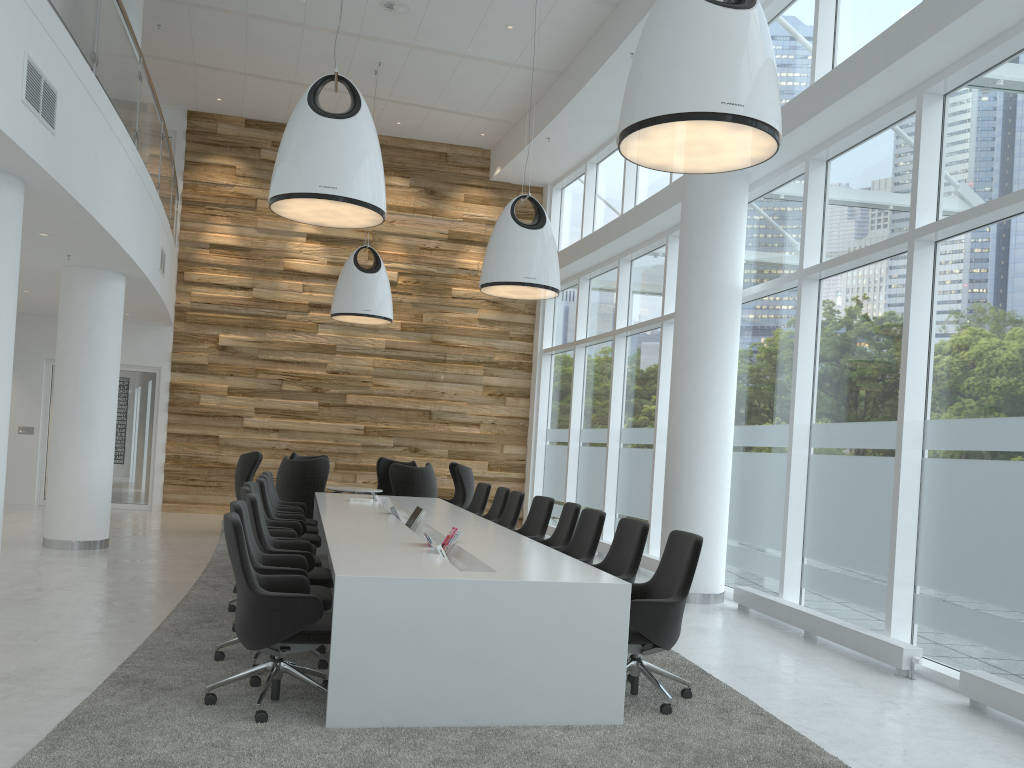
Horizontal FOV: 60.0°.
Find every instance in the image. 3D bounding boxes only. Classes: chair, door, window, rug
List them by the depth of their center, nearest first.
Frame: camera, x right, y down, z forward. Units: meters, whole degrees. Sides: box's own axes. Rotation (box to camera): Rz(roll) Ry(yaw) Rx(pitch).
[{"bbox_3d":[-1.204,1.167,4.577,0.675,0.965,0.685,4,-2,-19],"label":"chair"},{"bbox_3d":[0.743,1.330,5.119,0.674,0.965,0.686,4,-2,-9],"label":"chair"},{"bbox_3d":[-1.439,1.215,5.422,0.674,0.965,0.686,4,-2,-14],"label":"chair"},{"bbox_3d":[0.558,1.377,5.912,0.674,0.965,0.686,4,-2,-14],"label":"chair"},{"bbox_3d":[-1.585,1.266,6.224,0.674,0.965,0.686,4,-2,-14],"label":"chair"},{"bbox_3d":[0.358,1.424,6.706,0.674,0.965,0.686,4,-2,-14],"label":"chair"},{"bbox_3d":[-1.836,1.302,6.921,0.675,0.965,0.685,4,-2,-19],"label":"chair"},{"bbox_3d":[0.242,1.473,7.461,0.674,0.965,0.686,4,-2,-9],"label":"chair"},{"bbox_3d":[-2.037,1.346,7.680,0.674,0.965,0.686,4,-2,-9],"label":"chair"},{"bbox_3d":[-1.143,1.905,7.869,3.943,0.010,13.462,5,-4,-13],"label":"rug"},{"bbox_3d":[-18.301,-2.240,8.029,62.813,6.134,30.927,1,-5,26],"label":"window"},{"bbox_3d":[0.041,1.517,8.220,0.675,0.965,0.685,4,-2,-19],"label":"chair"},{"bbox_3d":[-2.153,1.395,8.435,0.674,0.965,0.686,4,-2,-14],"label":"chair"},{"bbox_3d":[-4.489,-2.805,8.868,0.915,1.151,0.917,4,-2,-23],"label":"chair"},{"bbox_3d":[-0.211,1.553,8.917,0.674,0.965,0.686,4,-2,-14],"label":"chair"},{"bbox_3d":[-2.353,1.442,9.229,0.674,0.965,0.686,4,-2,-14],"label":"chair"},{"bbox_3d":[-0.356,1.604,9.719,0.674,0.965,0.686,4,-2,-14],"label":"chair"},{"bbox_3d":[-2.539,1.490,10.022,0.674,0.965,0.686,4,-2,-9],"label":"chair"},{"bbox_3d":[-0.591,1.652,10.564,0.675,0.965,0.685,4,-2,-19],"label":"chair"},{"bbox_3d":[-2.589,1.501,11.451,0.913,1.151,0.919,3,-2,7],"label":"chair"},{"bbox_3d":[-1.433,1.592,11.699,0.916,1.151,0.917,2,-2,37],"label":"chair"},{"bbox_3d":[-3.370,1.514,12.282,0.919,1.151,0.914,4,-2,-23],"label":"chair"},{"bbox_3d":[-1.025,1.705,12.868,0.919,1.151,0.914,4,-2,-23],"label":"chair"},{"bbox_3d":[-3.030,1.619,13.403,0.916,1.151,0.917,2,-2,37],"label":"chair"},{"bbox_3d":[-1.898,1.710,13.676,0.913,1.151,0.919,3,-2,7],"label":"chair"},{"bbox_3d":[-6.808,0.855,14.671,1.807,2.399,0.132,4,0,-11],"label":"door"},{"bbox_3d":[-6.560,-3.097,14.692,1.807,2.399,0.132,4,0,-11],"label":"door"}]

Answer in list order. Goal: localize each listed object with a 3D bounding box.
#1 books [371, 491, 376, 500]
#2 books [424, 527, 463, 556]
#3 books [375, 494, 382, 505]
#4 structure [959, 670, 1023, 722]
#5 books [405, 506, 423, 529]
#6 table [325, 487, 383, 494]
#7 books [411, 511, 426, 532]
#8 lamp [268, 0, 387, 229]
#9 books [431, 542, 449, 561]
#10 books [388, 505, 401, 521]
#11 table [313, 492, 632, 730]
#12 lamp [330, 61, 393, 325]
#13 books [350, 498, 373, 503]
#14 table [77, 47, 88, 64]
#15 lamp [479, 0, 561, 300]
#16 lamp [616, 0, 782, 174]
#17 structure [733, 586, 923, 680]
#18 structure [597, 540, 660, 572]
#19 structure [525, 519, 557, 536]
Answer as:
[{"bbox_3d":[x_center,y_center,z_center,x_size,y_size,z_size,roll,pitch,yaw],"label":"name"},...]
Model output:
[{"bbox_3d":[-1.539,1.351,10.137,0.153,0.241,0.182,4,-2,-13],"label":"books"},{"bbox_3d":[-0.464,1.103,5.892,0.230,0.275,0.598,3,-4,7],"label":"books"},{"bbox_3d":[-1.456,1.340,9.809,0.139,0.223,0.162,4,-2,-13],"label":"books"},{"bbox_3d":[3.038,1.787,4.156,0.150,0.213,2.693,4,-4,-9],"label":"structure"},{"bbox_3d":[-0.873,1.194,7.773,0.139,0.229,0.357,4,-3,-13],"label":"books"},{"bbox_3d":[-2.253,1.827,12.540,0.798,0.695,0.801,3,-3,11],"label":"table"},{"bbox_3d":[-0.863,1.214,7.795,0.158,0.241,0.352,4,-3,-13],"label":"books"},{"bbox_3d":[-1.286,-3.106,6.742,0.882,3.644,0.886,3,-1,32],"label":"lamp"},{"bbox_3d":[-0.412,1.080,5.396,0.144,0.226,0.203,4,-2,-14],"label":"books"},{"bbox_3d":[-1.051,1.228,8.097,0.154,0.238,0.191,4,-2,-13],"label":"books"},{"bbox_3d":[-0.892,1.529,7.576,1.502,0.738,6.563,4,-4,-13],"label":"table"},{"bbox_3d":[-2.013,-2.718,12.556,0.882,3.644,0.886,3,-1,25],"label":"lamp"},{"bbox_3d":[-1.612,1.243,9.492,0.224,0.026,0.264,4,-4,-4],"label":"books"},{"bbox_3d":[-4.293,-2.652,8.011,0.798,0.753,0.802,2,-3,26],"label":"table"},{"bbox_3d":[0.194,-2.801,9.582,0.882,3.644,0.886,3,-1,30],"label":"lamp"},{"bbox_3d":[1.124,-3.097,4.842,0.882,3.644,0.886,3,-1,33],"label":"lamp"},{"bbox_3d":[2.481,1.986,7.284,0.150,0.213,2.692,4,-4,-11],"label":"structure"},{"bbox_3d":[1.578,2.214,11.107,0.150,0.213,2.691,4,-4,-15],"label":"structure"},{"bbox_3d":[0.695,2.386,14.142,0.150,0.213,2.691,4,-4,-17],"label":"structure"}]
